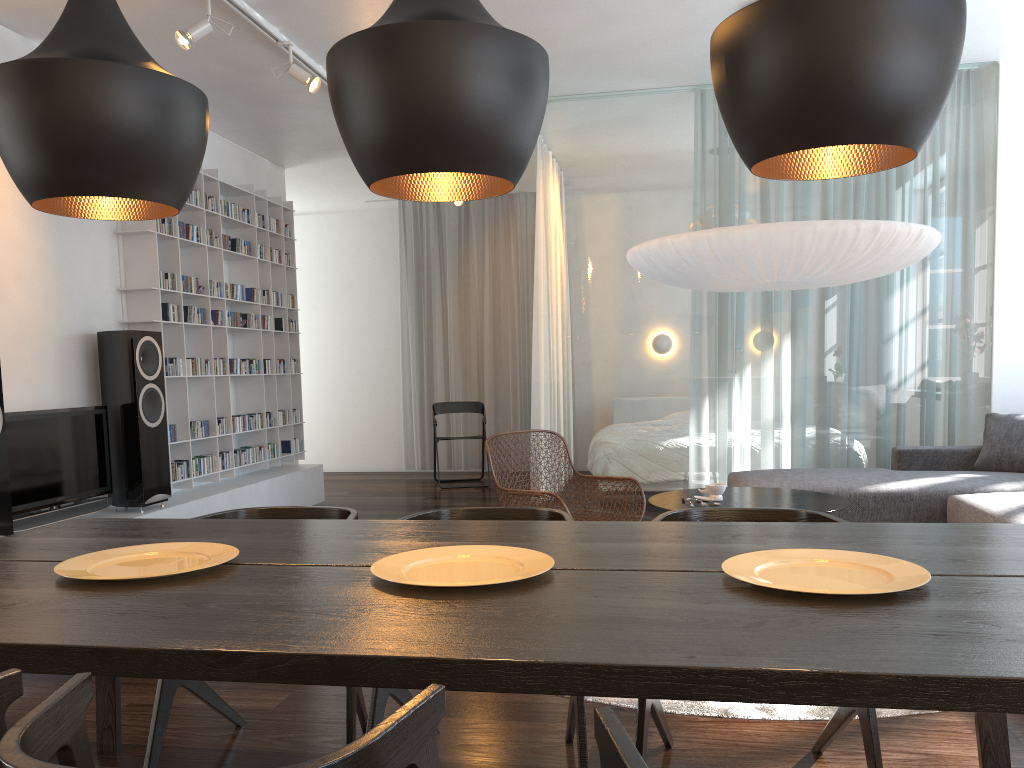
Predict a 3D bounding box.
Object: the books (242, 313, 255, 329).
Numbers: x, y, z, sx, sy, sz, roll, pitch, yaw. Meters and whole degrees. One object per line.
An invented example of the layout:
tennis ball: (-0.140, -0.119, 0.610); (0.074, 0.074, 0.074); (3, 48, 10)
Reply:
books: (-1.919, -0.452, 6.379); (0.090, 0.109, 0.117); (-1, 3, 10)

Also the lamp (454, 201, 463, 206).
lamp: (-0.537, -1.685, 7.829); (0.250, 0.241, 0.085); (1, 5, 42)

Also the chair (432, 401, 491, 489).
chair: (-0.480, 0.557, 8.274); (0.501, 0.779, 0.559); (-2, 4, -10)

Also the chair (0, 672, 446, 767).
chair: (-0.337, 0.727, 1.164); (0.593, 0.675, 0.517); (-1, 4, 8)

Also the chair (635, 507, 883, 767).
chair: (0.601, 0.685, 2.251); (0.593, 0.675, 0.517); (-1, 4, 9)

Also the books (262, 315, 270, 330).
books: (-1.875, -0.458, 6.627); (0.090, 0.109, 0.117); (-1, 3, 10)

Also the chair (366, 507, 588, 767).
chair: (-0.072, 0.700, 2.366); (0.593, 0.675, 0.517); (-1, 4, 11)

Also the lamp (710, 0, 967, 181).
lamp: (0.549, -0.654, 1.515); (0.410, 0.544, 0.409); (2, 5, 43)

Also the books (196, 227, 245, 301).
books: (-1.996, -0.800, 5.981); (0.101, 0.440, 0.618); (-1, 3, 10)

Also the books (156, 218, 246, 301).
books: (-2.037, -0.791, 5.748); (0.102, 0.433, 1.119); (-1, 2, 10)

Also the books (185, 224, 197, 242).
books: (-2.063, -0.953, 5.601); (0.090, 0.109, 0.117); (-1, 3, 10)

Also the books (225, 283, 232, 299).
books: (-1.977, -0.634, 6.067); (0.090, 0.109, 0.073); (-1, 4, 10)

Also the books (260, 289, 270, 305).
books: (-1.883, -0.648, 6.595); (0.102, 0.113, 0.231); (-1, 2, 10)

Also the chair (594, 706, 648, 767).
chair: (0.357, 0.713, 1.010); (0.593, 0.675, 0.517); (-1, 4, 6)

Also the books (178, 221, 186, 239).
books: (-2.087, -0.950, 5.475); (0.099, 0.105, 0.131); (-1, 3, 9)

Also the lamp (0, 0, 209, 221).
lamp: (-0.825, -0.624, 1.763); (0.410, 0.544, 0.409); (-4, 4, -32)

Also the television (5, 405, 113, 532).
television: (-2.258, 0.424, 4.387); (0.345, 0.604, 0.785); (1, 3, 29)

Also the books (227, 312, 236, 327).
books: (-1.970, -0.444, 6.103); (0.099, 0.105, 0.131); (-1, 3, 9)

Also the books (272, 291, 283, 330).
books: (-1.848, -0.558, 6.800); (0.115, 0.302, 0.229); (-1, 4, 10)

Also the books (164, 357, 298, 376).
books: (-1.951, -0.122, 6.202); (0.115, 0.114, 1.916); (-1, 1, 10)

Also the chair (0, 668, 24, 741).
chair: (-0.936, 0.741, 1.272); (0.593, 0.675, 0.517); (-1, 4, 10)

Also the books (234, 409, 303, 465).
books: (-1.858, 0.386, 6.700); (0.115, 0.351, 1.128); (-1, 1, 10)

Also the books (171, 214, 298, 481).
books: (-1.955, -0.341, 6.193); (0.115, 1.830, 1.943); (0, 3, 10)

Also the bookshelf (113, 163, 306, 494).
bookshelf: (-2.008, -0.395, 6.178); (0.227, 2.086, 2.074); (0, 3, 10)

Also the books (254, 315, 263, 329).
books: (-1.899, -0.453, 6.500); (0.099, 0.105, 0.144); (-1, 3, 9)

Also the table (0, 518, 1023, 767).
table: (-0.096, 0.706, 1.792); (2.500, 0.683, 1.101); (-1, 2, 10)

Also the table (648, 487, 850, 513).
table: (1.030, 0.744, 3.892); (0.847, 0.475, 0.843); (-1, 2, 12)

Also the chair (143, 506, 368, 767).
chair: (-0.674, 0.713, 2.475); (0.593, 0.675, 0.517); (-1, 4, 8)

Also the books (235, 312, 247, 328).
books: (-1.942, -0.447, 6.250); (0.090, 0.107, 0.163); (-1, 2, 10)

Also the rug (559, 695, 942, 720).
rug: (0.964, 0.975, 4.058); (2.836, 0.012, 2.826); (-2, 1, -10)

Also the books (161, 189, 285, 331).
books: (-1.985, -0.821, 6.051); (0.115, 0.862, 1.745); (0, 2, 10)

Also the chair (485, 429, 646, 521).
chair: (0.270, 0.618, 4.840); (0.684, 0.713, 0.715); (2, 4, 43)

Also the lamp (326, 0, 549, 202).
lamp: (-0.138, -0.639, 1.639); (0.410, 0.544, 0.409); (-2, 4, -13)

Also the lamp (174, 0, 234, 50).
lamp: (-1.367, -1.597, 3.921); (0.250, 0.241, 0.085); (-3, 5, -24)

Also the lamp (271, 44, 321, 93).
lamp: (-1.107, -1.614, 4.518); (0.250, 0.241, 0.084); (-2, 5, -5)

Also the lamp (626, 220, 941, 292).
lamp: (1.307, -0.588, 4.380); (1.466, 0.211, 1.467); (-2, 1, -43)
